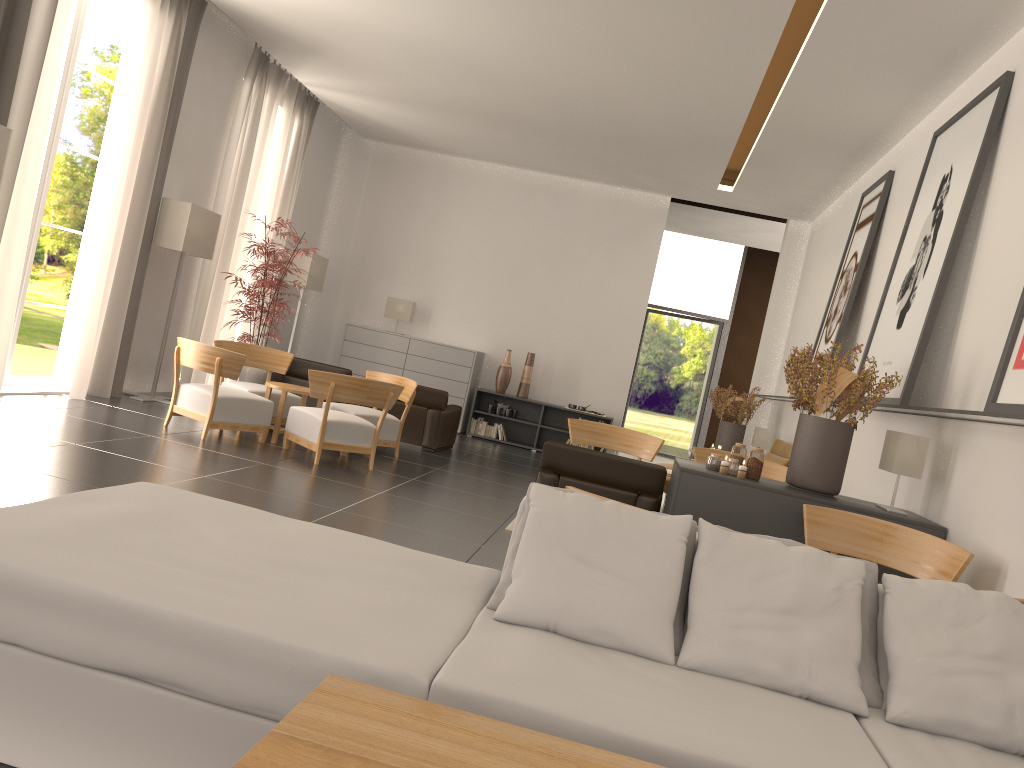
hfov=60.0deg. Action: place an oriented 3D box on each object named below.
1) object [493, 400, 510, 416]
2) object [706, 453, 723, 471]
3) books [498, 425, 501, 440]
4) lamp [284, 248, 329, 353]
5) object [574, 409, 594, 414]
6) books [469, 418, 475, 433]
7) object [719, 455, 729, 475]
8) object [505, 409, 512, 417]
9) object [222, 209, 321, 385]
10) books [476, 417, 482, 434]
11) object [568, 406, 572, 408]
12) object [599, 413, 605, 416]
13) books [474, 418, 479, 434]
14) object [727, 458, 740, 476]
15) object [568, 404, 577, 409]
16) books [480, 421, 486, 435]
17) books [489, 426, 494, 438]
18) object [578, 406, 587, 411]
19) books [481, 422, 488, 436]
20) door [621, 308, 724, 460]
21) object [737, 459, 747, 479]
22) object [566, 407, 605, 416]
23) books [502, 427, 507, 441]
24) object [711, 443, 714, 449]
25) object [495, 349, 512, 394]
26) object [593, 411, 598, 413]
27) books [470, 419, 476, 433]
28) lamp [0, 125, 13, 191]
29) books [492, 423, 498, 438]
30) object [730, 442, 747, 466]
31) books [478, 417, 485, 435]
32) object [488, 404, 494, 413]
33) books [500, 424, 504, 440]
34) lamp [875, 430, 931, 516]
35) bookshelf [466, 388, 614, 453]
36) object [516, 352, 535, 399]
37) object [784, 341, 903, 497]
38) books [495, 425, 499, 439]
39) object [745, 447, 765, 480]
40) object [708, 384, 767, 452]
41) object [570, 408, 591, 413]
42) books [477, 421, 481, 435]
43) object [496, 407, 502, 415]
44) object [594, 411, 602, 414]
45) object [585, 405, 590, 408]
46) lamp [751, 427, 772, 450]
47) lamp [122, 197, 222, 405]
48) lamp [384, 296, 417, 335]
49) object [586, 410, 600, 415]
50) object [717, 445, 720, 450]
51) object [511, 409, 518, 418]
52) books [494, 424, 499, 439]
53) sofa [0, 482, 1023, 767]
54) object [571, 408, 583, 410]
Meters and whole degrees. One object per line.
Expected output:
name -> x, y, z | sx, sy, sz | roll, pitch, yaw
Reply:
object -> -0.242, 0.537, 19.844 | 0.414, 0.309, 0.142 | 13, 1, 23
object -> 2.001, 0.771, 8.759 | 0.157, 0.158, 0.158 | 12, 1, -19
books -> -0.257, 1.067, 19.654 | 0.130, 0.322, 0.252 | 12, 1, 8
lamp -> -4.748, -1.296, 19.425 | 0.908, 3.178, 1.000 | 12, 1, 8
object -> 1.545, 0.592, 19.397 | 0.515, 0.015, 0.014 | 13, 1, 6
books -> -0.890, 0.916, 19.745 | 0.022, 0.338, 0.253 | 12, 1, 8
object -> 2.050, 0.773, 8.532 | 0.076, 0.187, 0.076 | 13, 1, 24
object -> -0.087, 0.644, 19.637 | 0.135, 0.179, 0.135 | 12, 1, -21
object -> -4.320, -1.182, 15.117 | 1.489, 3.397, 1.772 | 12, 1, -7
books -> -0.730, 0.927, 19.740 | 0.029, 0.385, 0.219 | 12, 1, 8
object -> 1.283, 0.515, 19.609 | 0.033, 0.040, 0.112 | 12, 2, -38
object -> 1.956, 0.670, 19.332 | 0.112, 0.040, 0.034 | 12, 1, -3
books -> -0.767, 0.933, 19.750 | 0.039, 0.358, 0.210 | 12, 1, 8
object -> 2.140, 0.805, 8.626 | 0.157, 0.158, 0.158 | 12, 1, -19
object -> 1.353, 0.503, 19.812 | 0.187, 0.082, 0.188 | 11, 2, -32
books -> -0.646, 0.981, 19.719 | 0.039, 0.318, 0.236 | 12, 1, 8
books -> -0.440, 1.061, 19.723 | 0.055, 0.249, 0.167 | 12, 1, 8
object -> 1.570, 0.551, 19.776 | 0.188, 0.082, 0.188 | 13, 2, 22
books -> -0.600, 0.995, 19.708 | 0.054, 0.311, 0.244 | 12, 1, 8
door -> 4.707, 0.025, 26.586 | 2.381, 4.268, 0.100 | 13, 1, 23
object -> 2.195, 0.807, 8.434 | 0.080, 0.187, 0.080 | 13, 1, 17
object -> 1.632, 0.615, 19.574 | 0.894, 0.003, 0.671 | 13, 2, 10
books -> -0.167, 1.102, 19.641 | 0.142, 0.289, 0.252 | 12, 1, 8
object -> 3.947, 1.301, 17.501 | 0.108, 0.254, 0.109 | 12, 1, -28
object -> -0.160, -0.279, 19.688 | 0.327, 0.992, 0.326 | 13, 1, 31
object -> 1.828, 0.615, 19.551 | 0.014, 0.015, 0.515 | 12, 2, -15
books -> -0.857, 0.940, 19.754 | 0.048, 0.305, 0.226 | 12, 1, 8
lamp -> -6.158, -1.309, 9.350 | 0.908, 3.178, 1.000 | 12, 1, 8
books -> -0.379, 1.034, 19.705 | 0.055, 0.328, 0.187 | 12, 1, 8
object -> 2.244, 0.737, 8.808 | 0.157, 0.325, 0.157 | 12, 1, 0
books -> -0.678, 0.940, 19.726 | 0.039, 0.384, 0.232 | 12, 1, 8
object -> -0.475, 0.556, 19.740 | 0.135, 0.179, 0.136 | 12, 1, 9
books -> -0.217, 1.059, 19.657 | 0.138, 0.354, 0.236 | 12, 1, 8
lamp -> 3.721, 0.849, 8.515 | 0.257, 0.757, 0.514 | 12, 1, 8
bookshelf -> 0.634, 0.951, 19.717 | 3.082, 1.079, 0.740 | 13, 1, 8
object -> 0.332, -0.193, 19.840 | 0.262, 1.025, 0.262 | 12, 1, 11
object -> 3.307, 0.346, 8.672 | 1.424, 1.553, 1.435 | 13, 1, 20
books -> -0.328, 1.058, 19.671 | 0.017, 0.305, 0.239 | 12, 1, 8
object -> 2.382, 0.771, 8.676 | 0.158, 0.325, 0.157 | 13, 1, 45
object -> 4.434, 0.729, 17.956 | 0.929, 1.553, 1.583 | 13, 1, 36
object -> 1.484, 0.578, 19.444 | 0.515, 0.015, 0.014 | 12, 1, 0
books -> -0.714, 0.973, 19.739 | 0.017, 0.302, 0.215 | 12, 1, 8
object -> -0.291, 0.599, 19.639 | 0.135, 0.179, 0.136 | 12, 1, 9
object -> 1.870, 0.623, 19.585 | 0.014, 0.015, 0.515 | 12, 2, -24
object -> 1.631, 0.512, 19.800 | 0.261, 0.152, 0.086 | 12, 1, -24
lamp -> 4.920, 1.254, 17.640 | 0.257, 0.756, 0.514 | 12, 1, 8
lamp -> -5.468, -1.302, 14.277 | 0.908, 3.178, 1.000 | 12, 1, 8
lamp -> -2.622, -1.563, 20.532 | 0.619, 0.796, 0.309 | 12, 1, 8
object -> 1.855, 0.645, 19.575 | 0.292, 0.034, 0.406 | 11, 2, -34
object -> 4.070, 1.328, 17.509 | 0.104, 0.254, 0.104 | 12, 1, -32
object -> 0.048, 0.668, 19.826 | 0.135, 0.179, 0.135 | 13, 1, 14
books -> -0.347, 1.044, 19.666 | 0.019, 0.324, 0.254 | 12, 1, 8
sofa -> 0.107, 1.281, 2.001 | 5.528, 1.204, 5.603 | 13, 2, 8
object -> 1.444, 0.543, 19.541 | 0.292, 0.058, 0.086 | 12, 1, -5
